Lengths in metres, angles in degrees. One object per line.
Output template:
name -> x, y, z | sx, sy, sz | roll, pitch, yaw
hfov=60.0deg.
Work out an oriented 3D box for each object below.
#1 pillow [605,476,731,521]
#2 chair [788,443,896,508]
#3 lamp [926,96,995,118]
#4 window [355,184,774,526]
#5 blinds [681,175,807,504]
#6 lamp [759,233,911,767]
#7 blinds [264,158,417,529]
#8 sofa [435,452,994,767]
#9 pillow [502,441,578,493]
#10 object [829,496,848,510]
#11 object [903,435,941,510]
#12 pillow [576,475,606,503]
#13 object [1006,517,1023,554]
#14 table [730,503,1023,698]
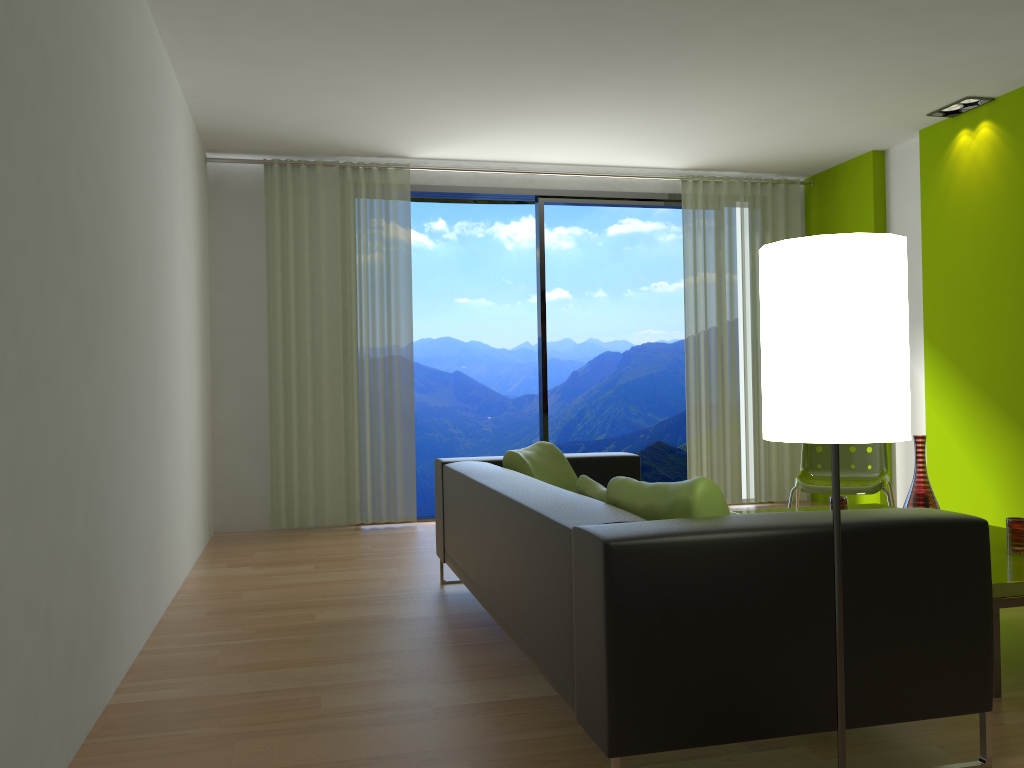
pillow -> 0.460, 0.446, 2.513 | 0.210, 0.403, 0.457 | -1, 0, -28
chair -> 1.841, 0.577, 4.955 | 0.640, 0.759, 0.546 | -1, 0, 25
lamp -> 2.737, -1.752, 5.423 | 0.192, 0.131, 0.352 | -1, 0, -13
window -> 0.443, -0.237, 6.892 | 3.336, 2.498, 0.219 | -1, 0, -13
blinds -> 1.827, -0.347, 6.993 | 1.012, 2.568, 0.067 | -1, 0, -13
lamp -> 0.663, 0.339, 1.801 | 0.302, 1.244, 0.295 | -1, 0, -13
blinds -> -1.207, -0.291, 6.269 | 1.012, 2.568, 0.067 | -1, 0, -13
sofa -> 0.427, 0.658, 3.316 | 1.061, 0.639, 2.583 | -1, 0, -13
pillow -> 0.129, 0.458, 4.142 | 0.269, 0.362, 0.399 | -1, 0, 35
object -> 1.420, 0.552, 3.852 | 0.076, 0.122, 0.075 | -1, 0, 21
object -> 1.634, 0.405, 3.544 | 0.168, 0.400, 0.168 | -1, 0, -28
pillow -> 0.356, 0.465, 2.892 | 0.164, 0.317, 0.380 | -1, 0, -30
object -> 1.802, 0.541, 3.156 | 0.075, 0.122, 0.076 | -1, 0, 42
table -> 1.653, 0.778, 3.589 | 0.810, 0.349, 1.682 | -1, 0, -13
